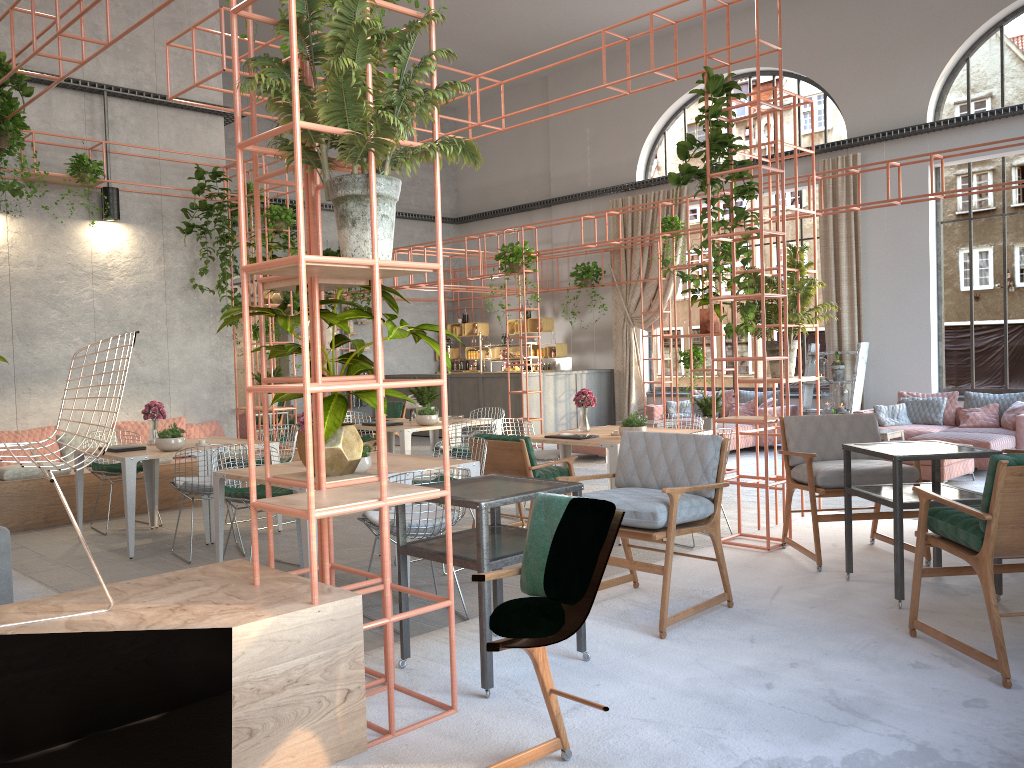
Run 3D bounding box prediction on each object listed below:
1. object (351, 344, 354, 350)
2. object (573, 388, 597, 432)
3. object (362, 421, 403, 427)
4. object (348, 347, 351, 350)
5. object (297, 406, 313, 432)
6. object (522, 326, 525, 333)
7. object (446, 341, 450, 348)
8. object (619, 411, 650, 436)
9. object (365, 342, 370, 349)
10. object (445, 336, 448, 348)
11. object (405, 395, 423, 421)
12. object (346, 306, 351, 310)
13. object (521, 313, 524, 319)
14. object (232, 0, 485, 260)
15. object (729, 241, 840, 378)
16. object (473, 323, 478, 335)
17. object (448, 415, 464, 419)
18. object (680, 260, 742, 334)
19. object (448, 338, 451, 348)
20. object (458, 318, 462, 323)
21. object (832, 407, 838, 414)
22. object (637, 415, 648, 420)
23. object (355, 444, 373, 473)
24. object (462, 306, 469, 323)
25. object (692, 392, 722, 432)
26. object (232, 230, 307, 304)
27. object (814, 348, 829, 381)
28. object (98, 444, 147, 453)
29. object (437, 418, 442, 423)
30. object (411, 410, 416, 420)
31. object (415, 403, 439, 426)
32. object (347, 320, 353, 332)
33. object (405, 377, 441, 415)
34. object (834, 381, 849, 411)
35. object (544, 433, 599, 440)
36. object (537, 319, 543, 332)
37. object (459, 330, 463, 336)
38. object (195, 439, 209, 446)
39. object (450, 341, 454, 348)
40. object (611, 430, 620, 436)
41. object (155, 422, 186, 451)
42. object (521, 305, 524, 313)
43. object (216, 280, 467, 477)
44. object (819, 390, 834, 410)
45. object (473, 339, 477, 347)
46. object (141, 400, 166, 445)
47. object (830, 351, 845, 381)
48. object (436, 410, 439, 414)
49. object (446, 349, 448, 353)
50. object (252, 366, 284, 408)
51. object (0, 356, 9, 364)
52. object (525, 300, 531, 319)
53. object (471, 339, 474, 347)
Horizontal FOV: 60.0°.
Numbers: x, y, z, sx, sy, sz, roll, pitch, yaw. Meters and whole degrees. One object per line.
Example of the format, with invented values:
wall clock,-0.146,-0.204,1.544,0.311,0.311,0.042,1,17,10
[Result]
object,-3.309,-0.791,18.395,0.063,0.151,0.063,-1,2,32
object,0.687,0.245,8.338,0.225,0.414,0.213,0,2,38
object,-1.434,0.441,9.818,0.268,0.031,0.427,-4,3,-44
object,-3.370,-0.794,18.364,0.055,0.164,0.092,-3,2,-26
object,-1.405,0.364,6.288,0.225,0.414,0.213,0,2,38
object,0.263,-1.113,18.044,0.123,0.142,0.141,-4,3,-44
object,-1.440,-0.878,19.771,0.115,0.147,0.115,-2,2,0
object,1.037,0.354,7.622,0.247,0.247,0.252,-4,3,-44
object,-3.100,-0.798,18.611,0.219,0.149,0.129,-4,3,-44
object,-1.473,-0.953,19.889,0.066,0.291,0.066,-3,2,-38
object,-1.120,0.282,10.332,0.241,0.313,0.241,-2,2,1
object,-3.365,-1.534,18.334,0.133,0.145,0.133,-2,2,7
object,0.202,-1.383,18.035,0.088,0.123,0.088,-1,2,12
object,-0.573,-1.002,3.328,0.894,1.101,0.900,-1,2,10
object,2.234,-0.605,7.358,0.894,1.100,0.900,-2,2,-15
object,-0.773,-1.178,19.186,0.137,0.261,0.137,-2,2,-8
object,-0.670,0.389,10.426,0.218,0.041,0.218,-3,2,-36
object,2.610,-1.121,11.335,0.923,0.946,0.924,-1,2,12
object,-1.413,-0.957,19.944,0.066,0.291,0.066,-2,2,-5
object,-1.142,-1.386,19.406,0.088,0.123,0.088,-1,2,12
object,4.797,0.576,13.124,0.236,0.464,0.225,-1,2,24
object,2.051,0.579,14.137,0.199,0.145,0.156,-3,2,-30
object,-1.024,0.457,5.670,0.247,0.247,0.252,-4,3,-44
object,-1.023,-1.524,19.479,0.134,0.386,0.134,-2,2,-11
object,2.542,0.347,11.397,0.438,0.527,0.368,-4,3,-44
object,-2.879,-1.440,10.821,0.934,0.947,0.903,-2,2,7
object,4.731,-0.301,13.563,0.216,0.500,0.216,-2,2,-12
object,-3.449,0.568,7.844,0.268,0.031,0.427,-4,3,-44
object,-0.841,0.401,9.897,0.115,0.078,0.115,-3,2,-39
object,-1.078,0.347,10.485,0.210,0.154,0.165,0,2,35
object,-0.924,0.325,9.597,0.248,0.247,0.254,-4,3,-44
object,-3.356,-1.231,18.354,0.136,0.336,0.145,-3,2,-30
object,-0.986,0.170,10.032,0.438,0.527,0.368,-4,3,-44
object,4.902,0.178,13.193,0.216,0.430,0.219,0,2,39
object,0.527,0.470,7.842,0.268,0.031,0.427,-4,3,-44
object,0.571,-1.174,17.814,0.137,0.261,0.137,-2,2,-8
object,-1.081,-1.116,19.415,0.123,0.142,0.141,-4,3,-44
object,-2.792,0.523,7.986,0.115,0.078,0.115,-3,2,-39
object,-1.346,-0.884,19.863,0.115,0.147,0.115,-2,2,0
object,0.936,0.432,7.900,0.115,0.073,0.115,0,2,40
object,-2.938,0.452,7.623,0.248,0.247,0.254,-4,3,-44
object,0.213,-1.481,18.271,0.134,0.301,0.134,0,2,34
object,-0.706,-0.076,3.772,0.934,0.923,0.903,-1,2,12
object,4.761,0.243,13.386,0.223,0.297,0.223,-3,2,-25
object,-0.791,-0.883,19.108,0.083,0.159,0.083,-3,2,-35
object,-3.323,0.360,8.245,0.225,0.414,0.213,0,2,38
object,4.910,-0.277,13.376,0.212,0.457,0.217,-3,2,-28
object,-0.903,0.359,10.357,0.095,0.119,0.095,-2,2,-20
object,-1.439,-0.652,19.763,0.072,0.248,0.094,-4,3,-44
object,-2.965,0.030,10.855,0.438,0.527,0.368,-4,3,-44
object,-5.352,-0.111,8.439,0.934,0.919,0.903,-1,2,17
object,0.321,-1.521,18.108,0.134,0.386,0.134,0,2,34
object,-0.855,-0.883,19.173,0.083,0.159,0.083,-3,2,-35
